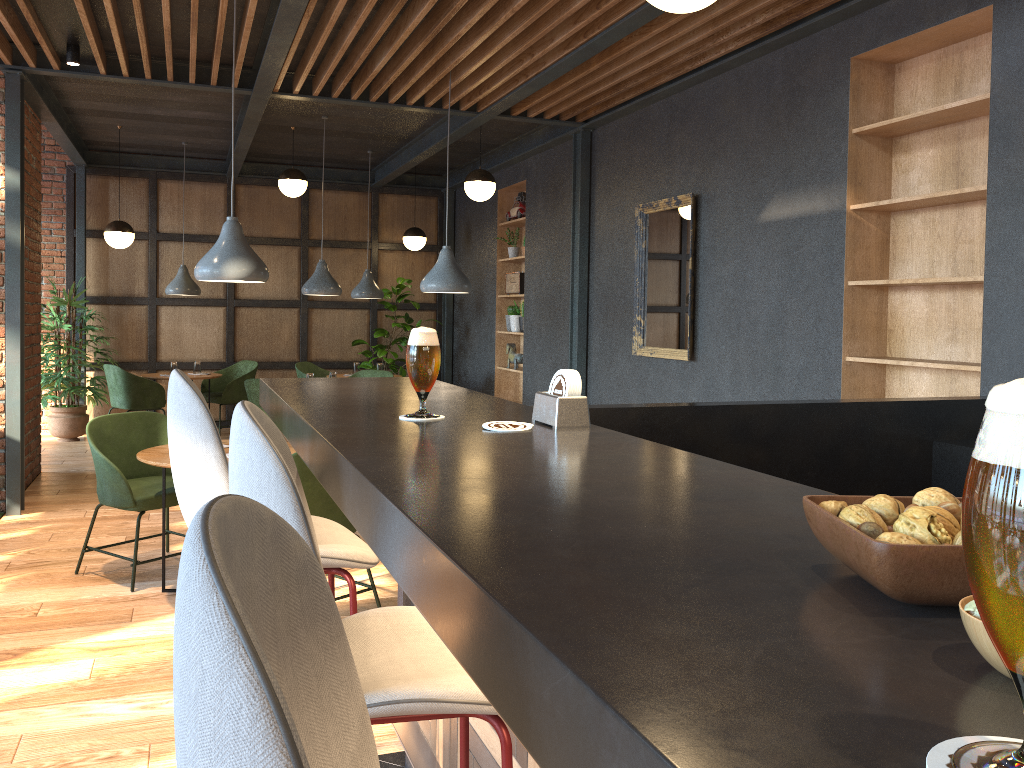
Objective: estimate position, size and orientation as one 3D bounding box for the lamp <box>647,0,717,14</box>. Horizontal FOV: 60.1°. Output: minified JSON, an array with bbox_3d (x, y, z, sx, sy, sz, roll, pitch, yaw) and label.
[{"bbox_3d":[0.446,-2.797,2.084,0.268,3.788,0.269,0,2,-18],"label":"lamp"}]

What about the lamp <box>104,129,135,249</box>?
[{"bbox_3d":[-3.707,-3.179,8.375,0.268,3.788,0.268,2,2,23],"label":"lamp"}]

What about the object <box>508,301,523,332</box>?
[{"bbox_3d":[0.052,-0.702,9.158,0.213,0.329,0.233,0,3,-15],"label":"object"}]

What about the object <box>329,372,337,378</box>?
[{"bbox_3d":[-1.626,-0.041,8.030,0.080,0.138,0.080,2,3,17],"label":"object"}]

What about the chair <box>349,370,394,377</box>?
[{"bbox_3d":[-1.442,0.287,8.389,0.639,0.817,0.515,3,3,30],"label":"chair"}]

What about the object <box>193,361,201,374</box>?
[{"bbox_3d":[-3.331,-0.177,9.371,0.080,0.138,0.080,-1,3,-42],"label":"object"}]

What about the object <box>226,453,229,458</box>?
[{"bbox_3d":[-1.280,0.333,4.242,0.157,0.019,0.243,5,6,39],"label":"object"}]

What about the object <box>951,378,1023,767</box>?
[{"bbox_3d":[0.238,0.088,0.396,0.070,0.182,0.070,1,2,0],"label":"object"}]

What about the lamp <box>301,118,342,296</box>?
[{"bbox_3d":[-1.652,-3.029,7.803,0.353,4.483,0.353,1,2,15],"label":"lamp"}]

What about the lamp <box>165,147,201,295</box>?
[{"bbox_3d":[-3.387,-3.166,9.156,0.353,4.483,0.353,1,2,15],"label":"lamp"}]

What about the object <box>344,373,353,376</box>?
[{"bbox_3d":[-1.707,-0.104,9.635,0.157,0.019,0.243,3,5,24],"label":"object"}]

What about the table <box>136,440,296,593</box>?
[{"bbox_3d":[-1.415,0.673,4.370,0.807,0.686,0.809,2,3,10],"label":"table"}]

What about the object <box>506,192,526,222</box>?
[{"bbox_3d":[0.103,-1.822,9.114,0.204,0.284,0.518,0,4,-20],"label":"object"}]

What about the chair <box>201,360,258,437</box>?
[{"bbox_3d":[-3.086,0.158,9.665,0.639,0.817,0.515,4,4,45],"label":"chair"}]

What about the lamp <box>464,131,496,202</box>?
[{"bbox_3d":[-0.240,-3.431,7.402,0.268,3.788,0.268,3,2,42],"label":"lamp"}]

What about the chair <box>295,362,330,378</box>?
[{"bbox_3d":[-2.070,0.173,9.689,0.515,0.817,0.640,1,3,11],"label":"chair"}]

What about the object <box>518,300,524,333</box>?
[{"bbox_3d":[0.137,-0.693,8.933,0.143,0.349,0.144,1,2,-3],"label":"object"}]

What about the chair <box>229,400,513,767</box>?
[{"bbox_3d":[-0.211,0.646,1.482,0.507,1.241,0.419,0,2,-15],"label":"chair"}]

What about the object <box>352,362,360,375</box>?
[{"bbox_3d":[-1.690,-0.168,9.612,0.080,0.138,0.080,-1,3,-43],"label":"object"}]

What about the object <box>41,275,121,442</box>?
[{"bbox_3d":[-4.566,-0.276,9.116,0.914,1.720,0.979,3,3,35],"label":"object"}]

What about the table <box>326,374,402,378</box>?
[{"bbox_3d":[-1.595,0.257,9.565,0.807,0.686,0.809,0,4,-20],"label":"table"}]

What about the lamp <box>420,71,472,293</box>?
[{"bbox_3d":[-0.409,-2.859,5.930,0.353,4.483,0.353,1,2,15],"label":"lamp"}]

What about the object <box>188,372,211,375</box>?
[{"bbox_3d":[-3.301,-0.111,9.380,0.243,0.019,0.157,4,6,35],"label":"object"}]

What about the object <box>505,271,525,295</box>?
[{"bbox_3d":[0.091,-1.043,9.189,0.199,0.241,0.341,0,4,-25],"label":"object"}]

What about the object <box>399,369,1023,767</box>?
[{"bbox_3d":[0.141,0.072,1.109,0.322,0.106,1.513,0,5,-17],"label":"object"}]

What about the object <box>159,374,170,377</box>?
[{"bbox_3d":[-3.511,-0.093,9.119,0.243,0.019,0.157,4,6,35],"label":"object"}]

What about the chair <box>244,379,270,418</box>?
[{"bbox_3d":[-1.935,0.351,7.483,0.639,0.817,0.515,2,3,25],"label":"chair"}]

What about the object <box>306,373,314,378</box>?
[{"bbox_3d":[-1.776,-0.024,7.784,0.080,0.138,0.080,2,3,17],"label":"object"}]

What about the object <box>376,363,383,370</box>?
[{"bbox_3d":[-1.422,-0.155,9.507,0.080,0.138,0.080,0,3,-13],"label":"object"}]

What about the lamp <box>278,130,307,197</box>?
[{"bbox_3d":[-2.031,-3.648,8.272,0.268,3.788,0.268,-1,2,-41],"label":"lamp"}]

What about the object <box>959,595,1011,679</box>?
[{"bbox_3d":[0.371,0.156,0.430,0.164,0.052,0.292,0,5,-12],"label":"object"}]

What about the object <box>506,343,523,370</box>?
[{"bbox_3d":[0.047,-0.288,9.203,0.150,0.257,0.523,0,4,-21],"label":"object"}]

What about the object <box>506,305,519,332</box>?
[{"bbox_3d":[0.012,-0.702,9.372,0.190,0.295,0.173,3,4,44],"label":"object"}]

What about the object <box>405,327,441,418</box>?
[{"bbox_3d":[-0.176,-0.024,1.752,0.070,0.178,0.070,0,2,-17],"label":"object"}]

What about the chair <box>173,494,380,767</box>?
[{"bbox_3d":[-0.006,0.710,0.725,0.507,1.241,0.419,1,2,-9],"label":"chair"}]

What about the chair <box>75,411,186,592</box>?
[{"bbox_3d":[-1.893,0.577,4.656,0.515,0.817,0.639,3,3,35],"label":"chair"}]

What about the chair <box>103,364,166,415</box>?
[{"bbox_3d":[-3.796,0.205,8.917,0.639,0.817,0.515,4,4,45],"label":"chair"}]

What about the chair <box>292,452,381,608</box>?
[{"bbox_3d":[-0.948,0.647,3.974,0.515,0.817,0.639,3,4,40],"label":"chair"}]

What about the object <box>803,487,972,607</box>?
[{"bbox_3d":[0.333,0.124,0.691,0.168,0.072,0.168,1,4,0],"label":"object"}]

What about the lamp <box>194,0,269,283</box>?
[{"bbox_3d":[-1.337,-2.743,4.279,0.353,4.483,0.353,1,2,15],"label":"lamp"}]

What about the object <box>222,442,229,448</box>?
[{"bbox_3d":[-1.528,0.311,4.466,0.157,0.019,0.243,5,6,39],"label":"object"}]

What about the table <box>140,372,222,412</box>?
[{"bbox_3d":[-3.460,0.248,9.279,0.808,0.686,0.809,2,4,19],"label":"table"}]

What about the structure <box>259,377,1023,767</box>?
[{"bbox_3d":[1.442,0.644,0.901,2.916,1.394,4.932,-1,5,-20],"label":"structure"}]

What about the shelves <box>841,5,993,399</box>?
[{"bbox_3d":[1.956,-0.256,4.147,0.284,2.702,0.837,0,2,-20],"label":"shelves"}]

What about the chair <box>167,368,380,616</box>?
[{"bbox_3d":[-0.596,0.580,2.222,0.507,1.241,0.419,0,2,-20],"label":"chair"}]

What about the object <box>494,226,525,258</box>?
[{"bbox_3d":[0.038,-1.472,9.186,0.174,0.328,0.538,-1,4,-41],"label":"object"}]

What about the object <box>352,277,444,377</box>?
[{"bbox_3d":[-1.338,-0.354,10.335,1.057,1.792,0.723,1,2,-10],"label":"object"}]

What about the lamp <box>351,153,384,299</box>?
[{"bbox_3d":[-1.518,-3.159,9.465,0.353,4.483,0.353,1,2,15],"label":"lamp"}]

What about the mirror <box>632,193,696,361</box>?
[{"bbox_3d":[1.048,-0.724,6.102,0.061,1.084,0.770,0,3,-20],"label":"mirror"}]

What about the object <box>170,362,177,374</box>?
[{"bbox_3d":[-3.486,-0.160,9.129,0.080,0.138,0.080,-1,3,-42],"label":"object"}]

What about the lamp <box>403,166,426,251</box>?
[{"bbox_3d":[-1.087,-3.423,10.108,0.268,3.788,0.268,2,2,23],"label":"lamp"}]

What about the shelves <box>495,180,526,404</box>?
[{"bbox_3d":[0.105,-0.686,9.160,0.284,2.702,0.837,0,2,-20],"label":"shelves"}]
